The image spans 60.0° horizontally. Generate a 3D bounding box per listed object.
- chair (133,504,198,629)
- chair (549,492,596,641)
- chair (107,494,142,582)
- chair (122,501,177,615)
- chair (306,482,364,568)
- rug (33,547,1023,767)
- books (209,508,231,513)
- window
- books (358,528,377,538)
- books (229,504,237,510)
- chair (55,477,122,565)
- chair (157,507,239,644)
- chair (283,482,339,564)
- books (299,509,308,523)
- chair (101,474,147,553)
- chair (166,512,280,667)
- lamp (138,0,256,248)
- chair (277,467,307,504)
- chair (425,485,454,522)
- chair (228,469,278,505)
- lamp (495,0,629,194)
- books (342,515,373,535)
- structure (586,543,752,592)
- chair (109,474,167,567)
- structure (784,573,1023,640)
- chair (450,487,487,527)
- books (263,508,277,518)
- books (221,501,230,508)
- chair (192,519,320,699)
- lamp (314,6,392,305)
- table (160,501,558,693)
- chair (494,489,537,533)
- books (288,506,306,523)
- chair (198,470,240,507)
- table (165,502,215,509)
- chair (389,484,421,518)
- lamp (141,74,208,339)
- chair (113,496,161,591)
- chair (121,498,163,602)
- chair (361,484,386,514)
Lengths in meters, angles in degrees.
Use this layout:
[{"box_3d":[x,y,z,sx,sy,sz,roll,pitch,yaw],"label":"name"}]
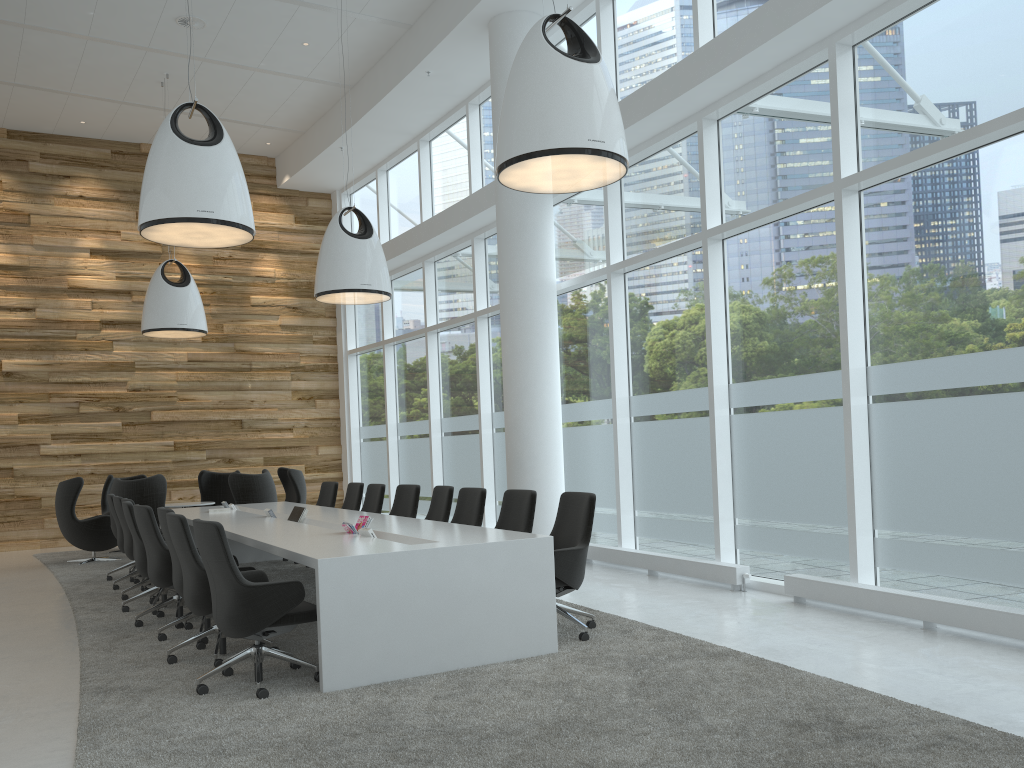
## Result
[{"box_3d":[-2.707,1.442,7.166,0.673,0.965,0.687,-1,-2,-34],"label":"chair"},{"box_3d":[0.259,1.244,6.115,0.673,0.965,0.687,-2,-2,-24],"label":"chair"},{"box_3d":[-4.206,1.706,9.969,0.673,0.965,0.687,-2,-2,-24],"label":"chair"},{"box_3d":[-3.102,1.507,7.845,0.673,0.965,0.687,-2,-2,-24],"label":"chair"},{"box_3d":[-2.019,1.637,10.258,0.673,0.965,0.687,-2,-2,-29],"label":"chair"},{"box_3d":[-2.240,1.991,8.274,3.936,0.010,13.482,0,-5,-28],"label":"rug"},{"box_3d":[-3.198,1.380,9.701,0.224,0.026,0.264,-1,-4,-19],"label":"books"},{"box_3d":[-19.153,-0.714,3.809,62.927,6.135,30.866,-3,-4,11],"label":"window"},{"box_3d":[-0.949,1.093,6.071,0.143,0.226,0.204,-2,-2,-30],"label":"books"},{"box_3d":[-3.125,1.465,10.049,0.139,0.223,0.162,-2,-2,-29],"label":"books"},{"box_3d":[-5.616,1.813,11.926,0.916,1.152,0.916,-1,-2,-39],"label":"chair"},{"box_3d":[-2.280,1.381,6.561,0.673,0.965,0.687,-2,-2,-29],"label":"chair"},{"box_3d":[-2.470,1.710,11.010,0.673,0.965,0.687,-1,-2,-34],"label":"chair"},{"box_3d":[-2.021,1.279,8.264,0.158,0.241,0.353,-2,-3,-29],"label":"books"},{"box_3d":[-5.584,1.896,13.098,0.918,1.152,0.914,-3,-2,21],"label":"chair"},{"box_3d":[-1.927,1.313,5.826,0.673,0.965,0.687,-2,-2,-29],"label":"chair"},{"box_3d":[-2.571,-2.996,7.057,0.885,3.645,0.884,-2,0,16],"label":"lamp"},{"box_3d":[-3.508,1.812,13.115,0.916,1.152,0.916,-1,-2,-39],"label":"chair"},{"box_3d":[-0.844,1.443,8.240,0.673,0.965,0.687,-2,-2,-24],"label":"chair"},{"box_3d":[-3.592,1.727,11.879,0.918,1.152,0.914,-3,-2,21],"label":"chair"},{"box_3d":[0.257,-3.198,5.865,0.885,3.645,0.884,-2,0,17],"label":"lamp"},{"box_3d":[-1.132,1.123,6.535,0.230,0.275,0.598,-2,-3,-9],"label":"books"},{"box_3d":[1.403,1.767,8.671,0.150,0.213,2.696,-2,-4,-27],"label":"structure"},{"box_3d":[-4.642,1.730,11.333,0.913,1.152,0.919,-2,-2,-9],"label":"chair"},{"box_3d":[2.768,1.504,5.804,0.150,0.213,2.696,-2,-4,-24],"label":"structure"},{"box_3d":[-0.532,1.380,7.543,0.673,0.965,0.687,-2,-2,-29],"label":"chair"},{"box_3d":[-2.282,1.310,8.505,0.153,0.238,0.191,-2,-2,-29],"label":"books"},{"box_3d":[-3.293,1.486,10.343,0.153,0.241,0.183,-2,-2,-29],"label":"books"},{"box_3d":[-1.477,1.240,5.075,0.673,0.965,0.687,-1,-2,-34],"label":"chair"},{"box_3d":[-1.895,-2.798,10.189,0.884,3.645,0.884,-2,0,14],"label":"lamp"},{"box_3d":[-1.958,1.593,8.052,1.499,0.738,6.573,-1,-4,-29],"label":"table"},{"box_3d":[-0.129,1.312,6.830,0.673,0.965,0.687,-2,-2,-29],"label":"chair"},{"box_3d":[-2.027,1.259,8.240,0.139,0.229,0.357,-2,-3,-29],"label":"books"},{"box_3d":[-4.564,1.895,13.662,0.913,1.152,0.919,-2,-2,-9],"label":"chair"},{"box_3d":[-4.584,2.034,12.476,0.799,0.696,0.801,-2,-2,-4],"label":"table"},{"box_3d":[-1.239,1.508,8.918,0.673,0.965,0.687,-1,-2,-34],"label":"chair"},{"box_3d":[-4.812,-2.513,12.470,0.884,3.645,0.884,-2,0,10],"label":"lamp"},{"box_3d":[-3.817,1.638,9.255,0.673,0.965,0.687,-2,-2,-29],"label":"chair"},{"box_3d":[-3.414,1.570,8.542,0.673,0.965,0.687,-2,-2,-29],"label":"chair"},{"box_3d":[-1.667,1.569,9.524,0.673,0.965,0.687,-2,-2,-29],"label":"chair"}]
